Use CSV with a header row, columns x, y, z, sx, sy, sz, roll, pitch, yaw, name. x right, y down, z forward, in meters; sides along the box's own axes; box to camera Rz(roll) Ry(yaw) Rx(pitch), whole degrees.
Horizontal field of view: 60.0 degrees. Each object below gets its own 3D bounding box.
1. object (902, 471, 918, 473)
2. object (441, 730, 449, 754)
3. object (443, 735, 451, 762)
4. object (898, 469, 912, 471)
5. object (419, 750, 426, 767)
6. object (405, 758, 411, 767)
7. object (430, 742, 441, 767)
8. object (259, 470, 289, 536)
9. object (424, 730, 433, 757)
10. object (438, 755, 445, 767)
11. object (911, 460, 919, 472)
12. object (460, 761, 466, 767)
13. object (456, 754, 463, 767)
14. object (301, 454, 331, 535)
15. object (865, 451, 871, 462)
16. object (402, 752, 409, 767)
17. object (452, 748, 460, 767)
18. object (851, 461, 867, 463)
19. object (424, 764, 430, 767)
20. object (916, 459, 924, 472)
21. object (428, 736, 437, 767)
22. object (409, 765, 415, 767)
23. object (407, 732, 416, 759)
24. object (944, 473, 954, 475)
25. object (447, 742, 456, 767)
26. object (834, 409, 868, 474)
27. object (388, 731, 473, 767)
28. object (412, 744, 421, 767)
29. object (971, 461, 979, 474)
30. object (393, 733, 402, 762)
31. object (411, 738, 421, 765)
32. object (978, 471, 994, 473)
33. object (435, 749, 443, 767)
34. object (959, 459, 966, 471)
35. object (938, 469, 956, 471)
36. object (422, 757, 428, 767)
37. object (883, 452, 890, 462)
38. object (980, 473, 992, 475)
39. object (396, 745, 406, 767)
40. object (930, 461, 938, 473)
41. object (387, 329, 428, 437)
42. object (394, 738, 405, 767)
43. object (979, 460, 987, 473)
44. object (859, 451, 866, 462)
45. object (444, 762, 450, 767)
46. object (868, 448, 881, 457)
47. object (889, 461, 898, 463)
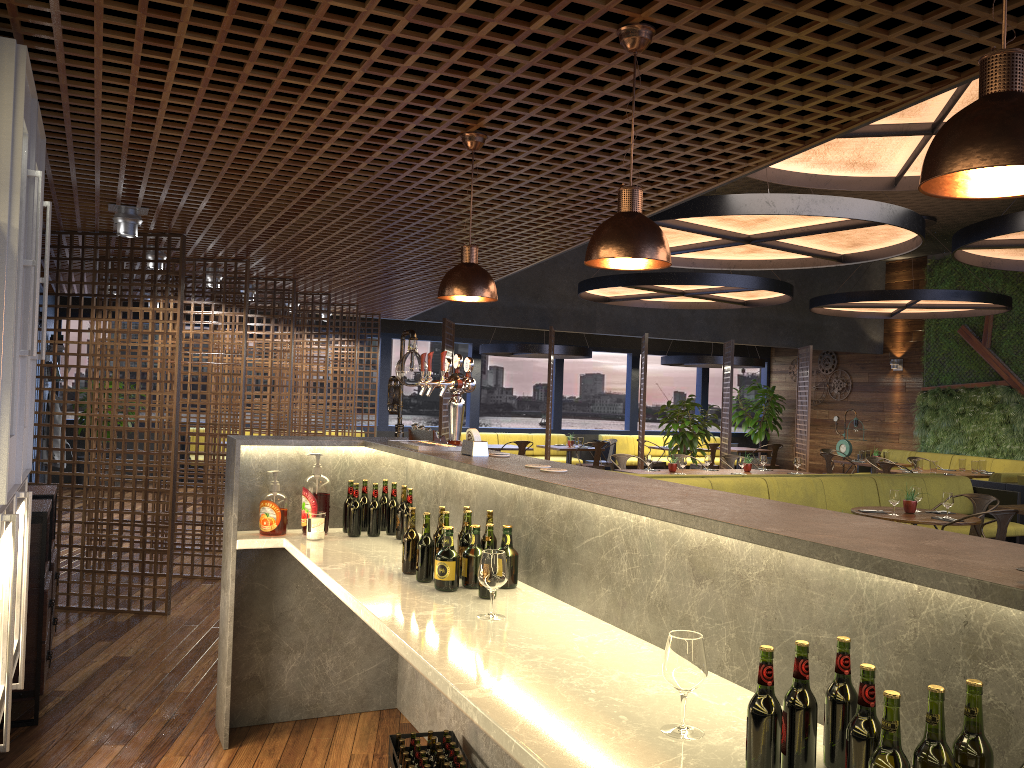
x,y,z,sx,sy,sz,roll,pitch,yaw,name
5.572,1.234,12.413,0.157,0.019,0.255,2,-1,-26,object
-0.280,1.559,3.727,0.057,0.205,0.056,2,-1,-18,object
-0.266,1.559,3.666,0.057,0.205,0.056,2,-1,37,object
5.740,1.245,12.850,0.157,0.019,0.255,2,-1,-26,object
-0.355,1.554,3.501,0.056,0.205,0.057,2,-1,27,object
-0.406,1.550,3.423,0.056,0.205,0.056,2,-1,28,object
-0.302,1.556,3.590,0.056,0.205,0.056,2,-1,23,object
-1.128,0.562,4.211,0.133,0.301,0.133,2,-1,-19,object
-0.344,1.556,3.712,0.056,0.205,0.056,2,-1,-12,object
-0.277,1.556,3.458,0.056,0.205,0.056,3,-1,-42,object
5.696,1.160,12.528,0.102,0.178,0.102,3,-1,-40,object
-0.192,1.558,3.410,0.057,0.205,0.056,3,-1,-43,object
-0.208,1.559,3.475,0.056,0.205,0.057,2,-1,22,object
-0.938,0.527,4.260,0.133,0.385,0.133,2,-1,14,object
5.888,1.194,14.670,0.102,0.178,0.102,2,-1,10,object
-0.420,1.551,3.484,0.056,0.205,0.056,2,-1,13,object
-0.223,1.559,3.538,0.056,0.205,0.057,2,-1,-3,object
5.611,1.260,14.399,0.157,0.019,0.255,2,-1,-26,object
-0.326,1.553,3.375,0.057,0.205,0.056,2,-1,-13,object
5.873,1.170,12.777,0.102,0.178,0.102,3,-1,-40,object
-0.325,1.556,3.649,0.056,0.205,0.056,3,-1,-32,object
-0.384,1.550,3.360,0.056,0.205,0.056,2,-1,-12,object
-0.414,1.554,3.693,0.057,0.205,0.056,2,-1,22,object
6.011,1.249,12.292,0.255,0.019,0.157,2,-1,-26,object
-0.243,1.559,3.599,0.057,0.205,0.056,3,-1,-43,object
6.594,1.300,17.300,0.459,1.615,0.848,2,-1,-25,object
-0.333,1.575,3.545,0.277,0.206,0.416,2,-1,-15,object
-0.380,1.554,3.567,0.057,0.205,0.056,2,-1,37,object
6.669,1.199,12.775,0.102,0.178,0.102,2,-1,10,object
-0.473,1.551,3.675,0.056,0.205,0.056,3,-1,-42,object
-0.390,1.554,3.629,0.057,0.205,0.056,2,-1,-3,object
7.002,1.295,13.083,0.157,0.019,0.255,2,-1,-26,object
-0.290,1.556,3.519,0.056,0.205,0.056,2,-1,13,object
6.682,1.204,13.157,0.102,0.178,0.102,3,-1,-40,object
6.499,1.278,13.207,0.157,0.019,0.255,2,-1,-26,object
-0.340,1.553,3.439,0.057,0.205,0.056,3,-1,-43,object
6.121,1.200,14.497,0.102,0.178,0.102,2,-1,10,object
6.836,1.284,12.719,0.157,0.019,0.255,2,-1,-26,object
-0.440,1.551,3.548,0.056,0.205,0.056,2,-1,38,object
5.900,1.166,12.414,0.102,0.178,0.102,2,-1,10,object
-0.723,0.118,5.842,0.263,0.944,0.566,3,-1,-33,object
-0.451,1.551,3.614,0.056,0.205,0.056,2,-1,-27,object
6.883,1.209,12.970,0.102,0.178,0.102,3,-1,-40,object
5.736,1.186,14.514,0.102,0.178,0.102,3,-1,-40,object
-0.253,1.556,3.396,0.056,0.205,0.056,2,-1,-17,object
5.946,1.147,14.483,0.238,0.271,0.260,2,-1,-4,object
6.240,1.286,14.610,0.157,0.019,0.255,2,-1,-26,object
